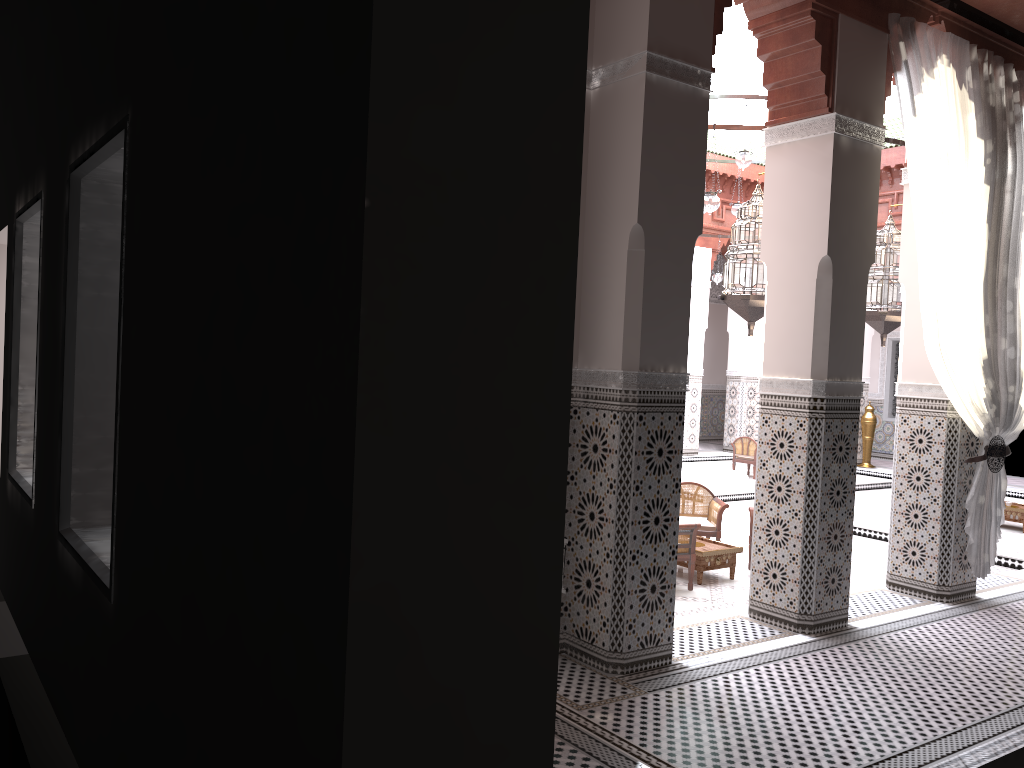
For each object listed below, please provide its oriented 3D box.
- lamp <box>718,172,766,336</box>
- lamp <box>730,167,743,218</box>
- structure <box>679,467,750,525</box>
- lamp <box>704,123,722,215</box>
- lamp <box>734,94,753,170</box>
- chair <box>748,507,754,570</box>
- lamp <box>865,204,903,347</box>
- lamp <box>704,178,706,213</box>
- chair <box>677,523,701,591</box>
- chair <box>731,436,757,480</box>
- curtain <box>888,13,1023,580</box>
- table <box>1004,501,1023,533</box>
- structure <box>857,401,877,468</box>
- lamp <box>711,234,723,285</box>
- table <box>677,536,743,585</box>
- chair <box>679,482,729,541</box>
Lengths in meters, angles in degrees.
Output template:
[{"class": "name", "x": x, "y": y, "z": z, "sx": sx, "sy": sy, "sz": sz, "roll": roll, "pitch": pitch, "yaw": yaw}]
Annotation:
[{"class": "lamp", "x": 0.796, "y": -0.433, "z": 2.897, "sx": 0.216, "sy": 0.552, "sz": 0.221, "roll": 1, "pitch": 2, "yaw": -35}, {"class": "lamp", "x": 1.468, "y": -1.264, "z": 5.758, "sx": 0.091, "sy": 0.371, "sz": 0.090, "roll": 1, "pitch": 2, "yaw": -41}, {"class": "structure", "x": 1.169, "y": 0.664, "z": 5.217, "sx": 0.528, "sy": 0.310, "sz": 0.501, "roll": 1, "pitch": 2, "yaw": -35}, {"class": "lamp", "x": 0.810, "y": -0.872, "z": 3.597, "sx": 0.091, "sy": 0.371, "sz": 0.090, "roll": 2, "pitch": 2, "yaw": -21}, {"class": "lamp", "x": 1.140, "y": -1.239, "z": 4.364, "sx": 0.091, "sy": 0.371, "sz": 0.090, "roll": 3, "pitch": 2, "yaw": 19}, {"class": "chair", "x": 1.083, "y": 0.611, "z": 3.536, "sx": 0.208, "sy": 0.313, "sz": 0.263, "roll": 2, "pitch": 2, "yaw": -5}, {"class": "lamp", "x": 1.413, "y": -0.417, "z": 3.335, "sx": 0.216, "sy": 0.552, "sz": 0.221, "roll": 1, "pitch": 2, "yaw": -35}, {"class": "lamp", "x": 1.234, "y": -1.274, "z": 5.753, "sx": 0.090, "sy": 0.371, "sz": 0.091, "roll": 4, "pitch": 2, "yaw": 29}, {"class": "chair", "x": 0.539, "y": 0.593, "z": 3.297, "sx": 0.208, "sy": 0.313, "sz": 0.263, "roll": 2, "pitch": 2, "yaw": -21}, {"class": "chair", "x": 1.824, "y": 0.553, "z": 6.732, "sx": 0.208, "sy": 0.313, "sz": 0.263, "roll": 1, "pitch": 2, "yaw": -39}, {"class": "curtain", "x": 1.640, "y": -0.216, "z": 3.002, "sx": 1.303, "sy": 1.764, "sz": 0.129, "roll": 1, "pitch": 2, "yaw": -35}, {"class": "table", "x": 2.780, "y": 0.734, "z": 4.972, "sx": 0.229, "sy": 0.142, "sz": 0.330, "roll": 1, "pitch": 2, "yaw": -35}, {"class": "structure", "x": 2.936, "y": 0.412, "z": 7.310, "sx": 0.156, "sy": 0.539, "sz": 0.156, "roll": 3, "pitch": 2, "yaw": 15}, {"class": "lamp", "x": 1.538, "y": -0.926, "z": 6.607, "sx": 0.091, "sy": 0.371, "sz": 0.090, "roll": 1, "pitch": 2, "yaw": -36}, {"class": "table", "x": 0.705, "y": 0.681, "z": 3.502, "sx": 0.229, "sy": 0.142, "sz": 0.330, "roll": 1, "pitch": 2, "yaw": -35}, {"class": "chair", "x": 0.773, "y": 0.589, "z": 3.807, "sx": 0.263, "sy": 0.313, "sz": 0.208, "roll": 3, "pitch": 2, "yaw": 0}]
